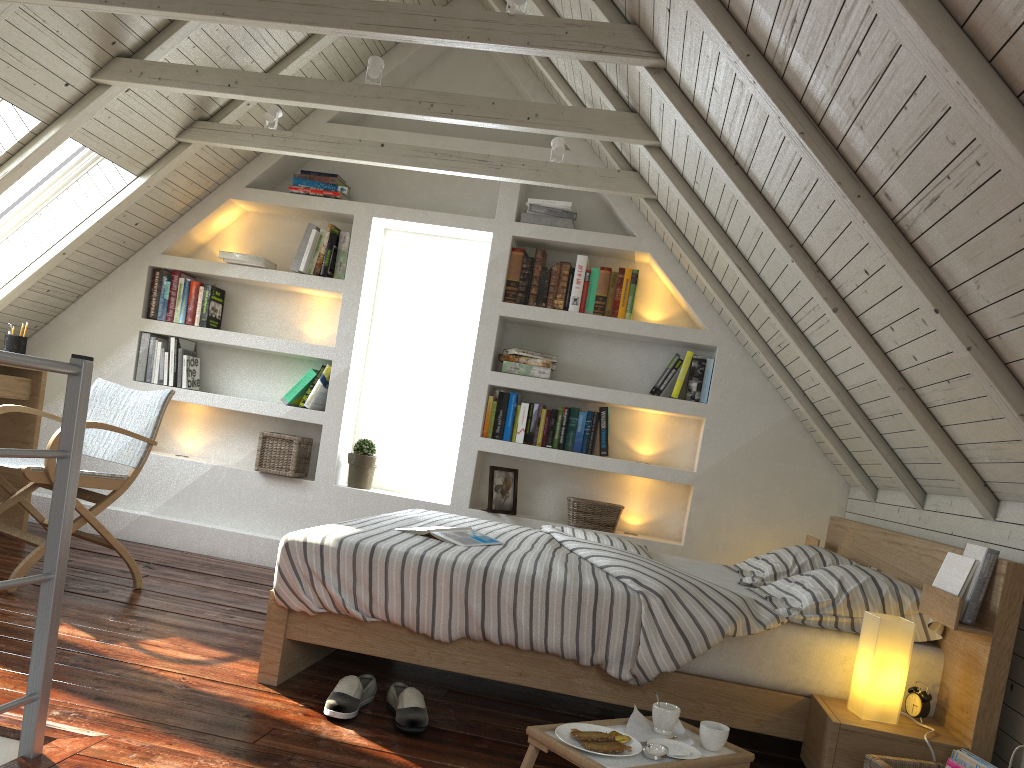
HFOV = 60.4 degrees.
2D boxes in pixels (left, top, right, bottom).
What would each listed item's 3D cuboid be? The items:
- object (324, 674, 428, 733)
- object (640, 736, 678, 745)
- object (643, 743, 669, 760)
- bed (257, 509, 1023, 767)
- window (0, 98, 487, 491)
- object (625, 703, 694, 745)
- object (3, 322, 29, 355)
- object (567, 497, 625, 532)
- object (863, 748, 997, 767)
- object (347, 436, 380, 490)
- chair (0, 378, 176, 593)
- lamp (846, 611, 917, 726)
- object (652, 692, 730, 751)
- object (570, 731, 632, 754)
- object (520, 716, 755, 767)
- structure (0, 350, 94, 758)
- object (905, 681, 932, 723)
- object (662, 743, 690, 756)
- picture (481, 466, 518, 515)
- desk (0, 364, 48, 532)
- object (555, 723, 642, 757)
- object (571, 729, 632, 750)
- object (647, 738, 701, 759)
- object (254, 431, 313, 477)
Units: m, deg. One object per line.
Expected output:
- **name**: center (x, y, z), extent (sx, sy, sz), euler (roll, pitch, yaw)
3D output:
- **object**: center (-0.350, 0.860, 2.409), extent (0.284, 0.091, 0.275), euler (9, -3, 6)
- **object**: center (0.328, 0.807, 1.987), extent (0.154, 0.002, 0.016), euler (13, -5, -42)
- **object**: center (0.308, 0.783, 1.881), extent (0.056, 0.028, 0.055), euler (11, -3, -41)
- **bed**: center (0.333, 0.706, 3.050), extent (1.872, 0.707, 1.876), euler (9, -3, 9)
- **window**: center (-1.544, -0.401, 3.711), extent (3.110, 1.380, 1.392), euler (10, -1, -14)
- **object**: center (0.336, 0.791, 2.049), extent (0.154, 0.046, 0.158), euler (9, -3, -1)
- **object**: center (-2.246, -0.197, 3.982), extent (0.089, 0.187, 0.087), euler (8, 2, -28)
- **object**: center (0.394, 0.631, 4.249), extent (0.283, 0.135, 0.177), euler (9, -1, -1)
- **object**: center (0.908, 0.934, 1.876), extent (0.237, 0.278, 0.235), euler (9, 0, -8)
- **object**: center (-0.749, 0.390, 4.426), extent (0.159, 0.272, 0.159), euler (9, 1, 1)
- **chair**: center (-1.731, 0.352, 3.381), extent (0.545, 0.795, 0.564), euler (10, 1, 33)
- **lamp**: center (0.899, 0.691, 2.144), extent (0.090, 0.254, 0.089), euler (9, 3, -1)
- **object**: center (0.415, 0.778, 2.036), extent (0.183, 0.100, 0.082), euler (8, 0, 31)
- **object**: center (0.190, 0.761, 1.879), extent (0.111, 0.029, 0.117), euler (11, -4, -26)
- **object**: center (0.277, 0.882, 1.961), extent (0.536, 0.183, 0.266), euler (12, -3, -37)
- **structure**: center (-1.447, 0.303, 1.052), extent (0.834, 0.999, 1.642), euler (9, -2, 9)
- **object**: center (1.020, 0.794, 2.200), extent (0.037, 0.098, 0.070), euler (9, 1, -13)
- **object**: center (0.358, 0.805, 1.937), extent (0.061, 0.005, 0.059), euler (11, -4, -26)
- **picture**: center (-0.066, 0.511, 4.251), extent (0.175, 0.224, 0.125), euler (9, 2, -42)
- **desk**: center (-2.487, 0.226, 3.462), extent (0.376, 0.807, 1.326), euler (10, -2, 9)
- **object**: center (0.185, 0.770, 1.891), extent (0.188, 0.016, 0.191), euler (8, -4, 19)
- **object**: center (0.205, 0.775, 1.937), extent (0.139, 0.015, 0.078), euler (7, -4, 29)
- **object**: center (0.355, 0.804, 1.929), extent (0.120, 0.010, 0.119), euler (10, -4, -14)
- **object**: center (-1.153, 0.356, 4.453), extent (0.204, 0.202, 0.205), euler (9, 0, 8)
